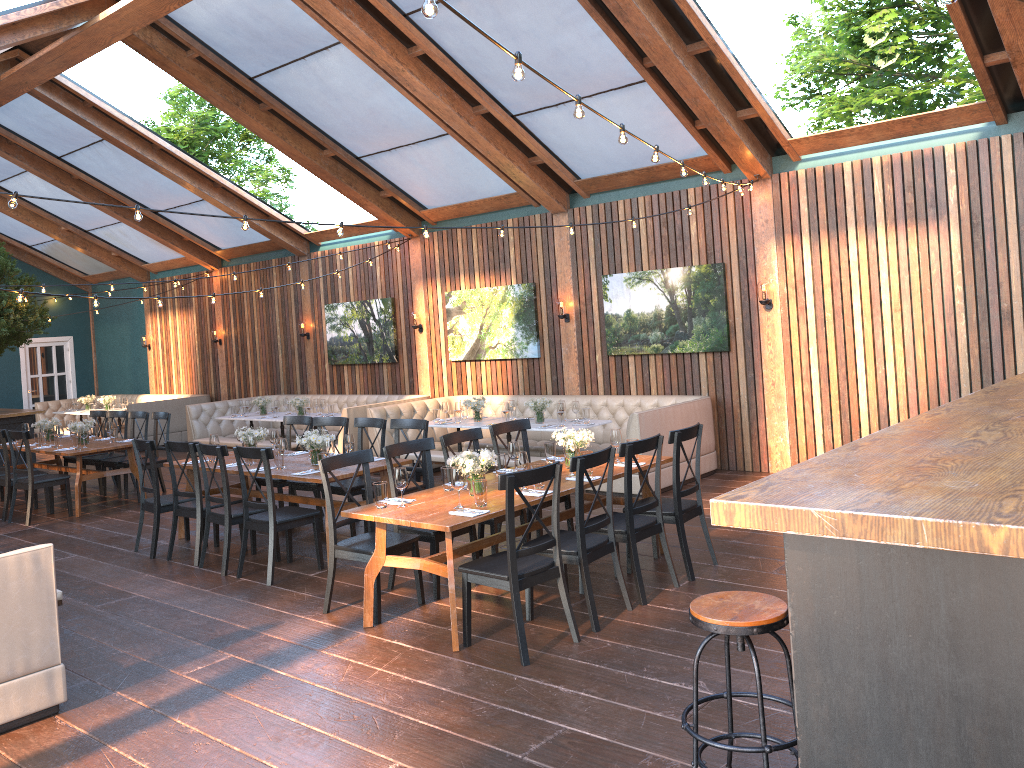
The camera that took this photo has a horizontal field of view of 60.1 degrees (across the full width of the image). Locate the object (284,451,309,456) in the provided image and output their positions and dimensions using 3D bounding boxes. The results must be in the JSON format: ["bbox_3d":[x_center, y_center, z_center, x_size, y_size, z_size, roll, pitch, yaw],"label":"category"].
[{"bbox_3d":[-2.052,0.655,8.349,0.157,0.019,0.256,-1,5,41],"label":"object"}]

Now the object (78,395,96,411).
[{"bbox_3d":[-8.444,0.368,17.579,0.329,0.309,0.337,-4,2,6],"label":"object"}]

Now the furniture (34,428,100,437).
[{"bbox_3d":[-8.466,1.055,16.759,2.325,0.399,0.314,-1,3,41],"label":"furniture"}]

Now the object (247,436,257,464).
[{"bbox_3d":[-2.330,0.592,7.938,0.092,0.244,0.092,-4,1,-7],"label":"object"}]

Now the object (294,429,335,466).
[{"bbox_3d":[-1.673,0.538,7.567,0.336,0.309,0.330,-4,2,8],"label":"object"}]

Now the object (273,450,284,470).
[{"bbox_3d":[-1.963,0.641,7.459,0.092,0.158,0.092,-4,1,-23],"label":"object"}]

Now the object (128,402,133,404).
[{"bbox_3d":[-7.192,0.420,16.695,0.091,0.158,0.092,-3,1,27],"label":"object"}]

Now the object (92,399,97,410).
[{"bbox_3d":[-8.080,0.408,17.118,0.092,0.244,0.092,-4,1,-1],"label":"object"}]

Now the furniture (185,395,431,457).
[{"bbox_3d":[-3.163,0.678,13.640,4.151,0.858,1.715,-1,5,41],"label":"furniture"}]

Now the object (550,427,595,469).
[{"bbox_3d":[0.454,0.463,6.544,0.329,0.309,0.337,-4,2,6],"label":"object"}]

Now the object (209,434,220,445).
[{"bbox_3d":[-2.796,0.595,8.324,0.092,0.244,0.092,-4,1,-1],"label":"object"}]

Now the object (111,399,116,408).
[{"bbox_3d":[-7.475,0.402,16.601,0.092,0.244,0.092,-4,1,-1],"label":"object"}]

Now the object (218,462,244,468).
[{"bbox_3d":[-2.482,0.718,7.896,0.157,0.019,0.256,-1,5,41],"label":"object"}]

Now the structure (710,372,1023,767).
[{"bbox_3d":[3.153,0.642,4.875,0.855,1.273,6.825,-3,4,41],"label":"structure"}]

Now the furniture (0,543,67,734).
[{"bbox_3d":[-4.419,1.340,5.227,4.151,0.858,1.715,-1,5,41],"label":"furniture"}]

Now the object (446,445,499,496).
[{"bbox_3d":[-0.245,0.565,5.758,0.336,0.309,0.329,-5,2,-16],"label":"object"}]

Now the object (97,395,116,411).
[{"bbox_3d":[-7.805,0.361,17.048,0.336,0.309,0.329,-4,2,-7],"label":"object"}]

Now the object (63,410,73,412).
[{"bbox_3d":[-8.812,0.538,17.586,0.157,0.019,0.256,-1,5,41],"label":"object"}]

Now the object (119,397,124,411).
[{"bbox_3d":[-7.445,0.380,16.891,0.092,0.244,0.092,-4,1,-1],"label":"object"}]

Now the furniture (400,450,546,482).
[{"bbox_3d":[-0.451,0.984,9.852,2.325,0.399,0.314,-1,3,41],"label":"furniture"}]

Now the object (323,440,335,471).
[{"bbox_3d":[-1.489,0.582,7.219,0.092,0.244,0.092,-4,1,-7],"label":"object"}]

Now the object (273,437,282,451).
[{"bbox_3d":[-2.222,0.593,8.408,0.092,0.158,0.092,-4,1,-23],"label":"object"}]

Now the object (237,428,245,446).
[{"bbox_3d":[-2.652,0.560,8.687,0.092,0.244,0.092,-4,1,-1],"label":"object"}]

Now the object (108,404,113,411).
[{"bbox_3d":[-7.480,0.453,16.492,0.091,0.158,0.092,-3,1,27],"label":"object"}]

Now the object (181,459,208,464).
[{"bbox_3d":[-2.943,0.721,8.277,0.157,0.019,0.256,-1,5,41],"label":"object"}]

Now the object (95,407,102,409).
[{"bbox_3d":[-8.451,0.489,17.945,0.157,0.019,0.256,-1,5,41],"label":"object"}]

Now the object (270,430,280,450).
[{"bbox_3d":[-2.220,0.558,8.287,0.092,0.244,0.092,-4,1,-7],"label":"object"}]

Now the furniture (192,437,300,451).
[{"bbox_3d":[-3.871,1.014,12.799,2.325,0.399,0.314,-1,3,41],"label":"furniture"}]

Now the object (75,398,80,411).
[{"bbox_3d":[-8.660,0.412,17.628,0.092,0.244,0.092,-4,1,-7],"label":"object"}]

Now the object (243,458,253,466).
[{"bbox_3d":[-2.335,0.642,7.829,0.092,0.158,0.092,-4,1,-23],"label":"object"}]

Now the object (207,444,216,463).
[{"bbox_3d":[-2.788,0.645,8.203,0.092,0.158,0.092,-4,1,-3],"label":"object"}]

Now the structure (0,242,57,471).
[{"bbox_3d":[-8.366,-0.368,13.313,2.722,3.695,2.847,-5,2,-40],"label":"structure"}]

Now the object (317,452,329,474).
[{"bbox_3d":[-1.512,0.635,7.095,0.092,0.158,0.092,-4,1,-23],"label":"object"}]

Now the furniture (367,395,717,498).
[{"bbox_3d":[0.259,0.648,10.691,4.151,0.858,1.715,-1,5,41],"label":"furniture"}]

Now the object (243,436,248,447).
[{"bbox_3d":[-2.647,0.594,8.819,0.092,0.158,0.092,-4,1,-13],"label":"object"}]

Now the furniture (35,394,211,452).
[{"bbox_3d":[-7.733,0.718,17.578,4.151,0.858,1.715,-1,5,41],"label":"furniture"}]

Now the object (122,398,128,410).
[{"bbox_3d":[-7.303,0.384,16.703,0.092,0.244,0.092,-4,1,-1],"label":"object"}]

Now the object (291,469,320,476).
[{"bbox_3d":[-1.646,0.709,7.165,0.157,0.019,0.256,-1,5,41],"label":"object"}]

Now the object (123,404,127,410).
[{"bbox_3d":[-7.434,0.415,17.000,0.091,0.158,0.092,-3,1,27],"label":"object"}]

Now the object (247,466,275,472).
[{"bbox_3d":[-2.111,0.716,7.525,0.157,0.019,0.256,-1,5,41],"label":"object"}]

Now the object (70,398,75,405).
[{"bbox_3d":[-8.834,0.413,17.796,0.092,0.244,0.092,-4,1,-7],"label":"object"}]

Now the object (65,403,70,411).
[{"bbox_3d":[-8.940,0.462,17.804,0.091,0.158,0.092,-3,1,27],"label":"object"}]

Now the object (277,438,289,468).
[{"bbox_3d":[-1.958,0.590,7.568,0.092,0.244,0.092,-4,1,-7],"label":"object"}]

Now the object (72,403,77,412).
[{"bbox_3d":[-8.665,0.463,17.519,0.091,0.158,0.092,-3,1,27],"label":"object"}]

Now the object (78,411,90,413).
[{"bbox_3d":[-8.232,0.534,17.076,0.157,0.019,0.256,-1,5,41],"label":"object"}]

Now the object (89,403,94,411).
[{"bbox_3d":[-8.085,0.459,17.009,0.091,0.158,0.092,-3,1,27],"label":"object"}]

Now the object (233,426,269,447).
[{"bbox_3d":[-2.436,0.540,8.291,0.329,0.309,0.336,-4,2,-15],"label":"object"}]

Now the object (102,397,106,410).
[{"bbox_3d":[-8.012,0.385,17.381,0.092,0.244,0.092,-4,1,-1],"label":"object"}]

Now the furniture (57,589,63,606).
[{"bbox_3d":[-3.710,1.467,6.053,2.325,0.399,0.314,-1,3,41],"label":"furniture"}]
